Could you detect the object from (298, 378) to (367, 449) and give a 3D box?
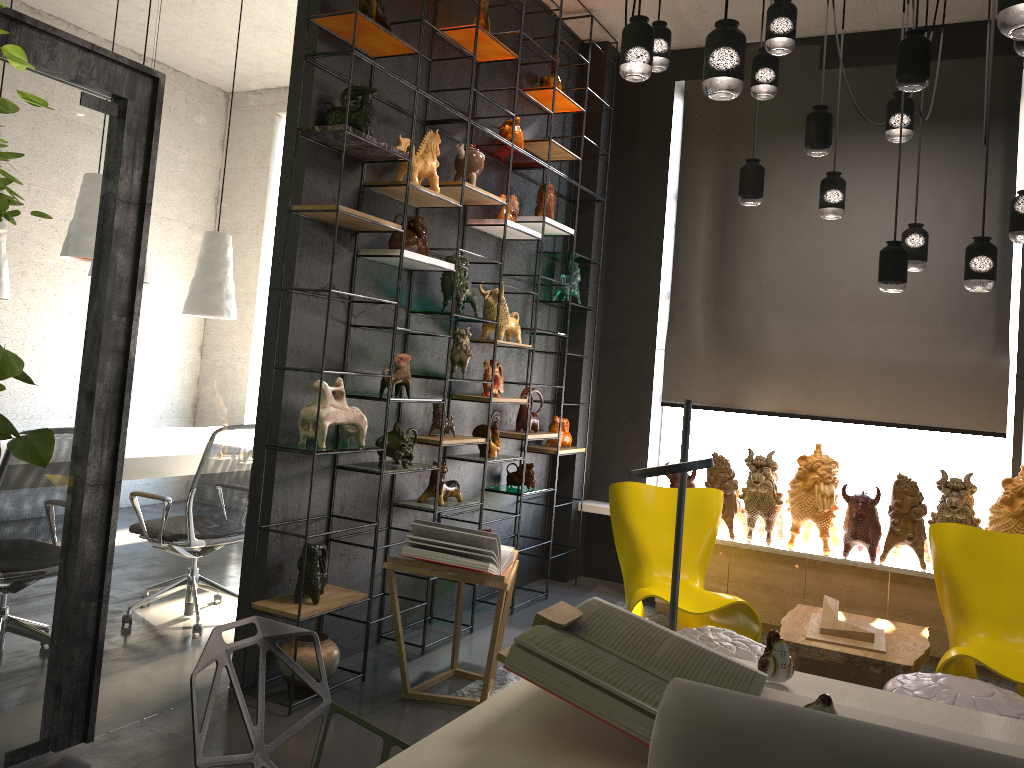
[{"bbox_3d":[-0.779,0.123,3.918,0.165,0.305,0.340,3,-2,32],"label":"object"}]

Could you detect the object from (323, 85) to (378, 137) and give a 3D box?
[{"bbox_3d":[-0.740,-1.218,3.984,0.253,0.250,0.126,5,-3,2],"label":"object"}]

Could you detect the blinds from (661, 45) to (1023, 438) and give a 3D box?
[{"bbox_3d":[-0.429,-0.897,6.734,3.508,3.320,12.736,6,-1,-43],"label":"blinds"}]

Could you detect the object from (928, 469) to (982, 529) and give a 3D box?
[{"bbox_3d":[2.519,0.778,5.054,0.272,0.581,0.428,4,-2,20],"label":"object"}]

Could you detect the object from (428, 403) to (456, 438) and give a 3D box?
[{"bbox_3d":[-0.366,0.186,4.774,0.096,0.211,0.182,3,-2,30],"label":"object"}]

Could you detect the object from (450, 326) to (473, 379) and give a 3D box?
[{"bbox_3d":[-0.288,-0.171,4.791,0.131,0.281,0.207,5,-2,-15],"label":"object"}]

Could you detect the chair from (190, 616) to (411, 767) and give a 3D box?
[{"bbox_3d":[-0.393,0.974,1.918,0.606,0.804,0.562,3,-3,40],"label":"chair"}]

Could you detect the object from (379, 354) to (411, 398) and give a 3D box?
[{"bbox_3d":[-0.564,-0.043,4.327,0.119,0.221,0.211,4,-2,11],"label":"object"}]

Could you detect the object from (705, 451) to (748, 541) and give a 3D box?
[{"bbox_3d":[1.382,0.705,5.666,0.249,0.547,0.473,3,-3,35],"label":"object"}]

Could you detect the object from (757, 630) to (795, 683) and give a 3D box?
[{"bbox_3d":[0.573,0.593,1.929,0.076,0.102,0.087,6,-2,-39],"label":"object"}]

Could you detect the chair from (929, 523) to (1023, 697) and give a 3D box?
[{"bbox_3d":[2.288,1.143,4.094,0.659,0.900,1.065,4,-1,22],"label":"chair"}]

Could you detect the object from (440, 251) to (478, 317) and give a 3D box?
[{"bbox_3d":[-0.285,-0.548,4.807,0.167,0.357,0.254,3,-3,32],"label":"object"}]

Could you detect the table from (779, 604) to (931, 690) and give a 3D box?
[{"bbox_3d":[1.678,1.384,4.373,0.695,0.310,0.825,5,0,27],"label":"table"}]

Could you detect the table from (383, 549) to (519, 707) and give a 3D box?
[{"bbox_3d":[-0.189,1.076,3.996,0.497,0.621,0.730,4,-1,28],"label":"table"}]

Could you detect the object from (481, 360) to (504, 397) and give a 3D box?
[{"bbox_3d":[-0.108,-0.032,5.258,0.060,0.224,0.266,3,-2,28],"label":"object"}]

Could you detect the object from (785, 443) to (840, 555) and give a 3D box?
[{"bbox_3d":[1.848,0.683,5.386,0.308,0.657,0.467,3,-3,32],"label":"object"}]

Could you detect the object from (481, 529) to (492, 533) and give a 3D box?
[{"bbox_3d":[-0.191,0.979,5.130,0.126,0.250,0.252,3,-2,27],"label":"object"}]

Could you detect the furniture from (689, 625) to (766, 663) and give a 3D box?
[{"bbox_3d":[0.866,1.280,3.825,0.680,0.384,0.676,5,0,27],"label":"furniture"}]

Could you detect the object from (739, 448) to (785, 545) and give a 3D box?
[{"bbox_3d":[1.566,0.694,5.541,0.272,0.581,0.428,4,-2,20],"label":"object"}]

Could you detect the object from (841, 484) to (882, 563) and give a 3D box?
[{"bbox_3d":[2.092,0.808,5.246,0.220,0.442,0.460,3,-2,32],"label":"object"}]

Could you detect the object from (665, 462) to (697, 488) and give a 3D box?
[{"bbox_3d":[1.139,0.724,5.733,0.220,0.442,0.460,3,-2,32],"label":"object"}]

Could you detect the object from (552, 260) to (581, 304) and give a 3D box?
[{"bbox_3d":[0.394,-0.718,6.171,0.152,0.333,0.288,4,-2,19],"label":"object"}]

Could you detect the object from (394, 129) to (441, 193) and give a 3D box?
[{"bbox_3d":[-0.468,-1.133,4.418,0.170,0.364,0.374,4,-2,22],"label":"object"}]

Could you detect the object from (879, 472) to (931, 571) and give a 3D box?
[{"bbox_3d":[2.335,0.789,5.179,0.249,0.547,0.473,3,-3,35],"label":"object"}]

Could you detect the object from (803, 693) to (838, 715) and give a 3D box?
[{"bbox_3d":[0.564,0.603,1.627,0.081,0.088,0.082,6,-2,-43],"label":"object"}]

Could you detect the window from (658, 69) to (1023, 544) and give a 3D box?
[{"bbox_3d":[2.233,-0.577,6.212,2.313,3.180,0.051,4,-4,27],"label":"window"}]

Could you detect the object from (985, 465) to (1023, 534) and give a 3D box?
[{"bbox_3d":[2.801,0.767,4.899,0.308,0.657,0.467,3,-3,32],"label":"object"}]

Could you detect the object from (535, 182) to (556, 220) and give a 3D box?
[{"bbox_3d":[0.217,-1.165,5.750,0.126,0.250,0.253,5,-1,-3],"label":"object"}]

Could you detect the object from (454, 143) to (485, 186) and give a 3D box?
[{"bbox_3d":[-0.237,-1.184,4.854,0.164,0.267,0.236,5,-2,-2],"label":"object"}]

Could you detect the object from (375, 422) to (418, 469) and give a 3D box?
[{"bbox_3d":[-0.567,0.293,4.328,0.192,0.221,0.402,5,0,-4],"label":"object"}]

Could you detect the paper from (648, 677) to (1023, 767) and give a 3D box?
[{"bbox_3d":[0.558,0.561,1.413,0.494,0.192,0.671,5,0,27],"label":"paper"}]

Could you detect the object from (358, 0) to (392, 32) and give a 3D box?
[{"bbox_3d":[-0.618,-1.759,3.984,0.116,0.360,0.197,3,-3,27],"label":"object"}]

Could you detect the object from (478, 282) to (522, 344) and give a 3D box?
[{"bbox_3d":[-0.060,-0.418,5.253,0.175,0.353,0.367,3,-2,32],"label":"object"}]

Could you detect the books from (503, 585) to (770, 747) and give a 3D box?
[{"bbox_3d":[0.257,0.534,1.671,0.396,0.169,0.484,5,0,24],"label":"books"}]

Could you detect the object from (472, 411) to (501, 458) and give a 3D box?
[{"bbox_3d":[-0.130,0.295,5.211,0.123,0.271,0.226,3,-2,27],"label":"object"}]

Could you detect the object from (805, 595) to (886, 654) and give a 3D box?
[{"bbox_3d":[1.648,1.158,4.349,0.351,0.137,0.518,5,0,22],"label":"object"}]

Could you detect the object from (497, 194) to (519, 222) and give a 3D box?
[{"bbox_3d":[-0.012,-1.045,5.320,0.107,0.210,0.232,2,-3,44],"label":"object"}]

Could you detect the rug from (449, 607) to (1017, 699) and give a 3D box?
[{"bbox_3d":[1.814,1.549,4.052,3.603,0.010,2.181,5,1,27],"label":"rug"}]

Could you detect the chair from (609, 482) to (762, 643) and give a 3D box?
[{"bbox_3d":[0.870,1.018,4.828,0.658,0.900,1.067,5,-1,-3],"label":"chair"}]

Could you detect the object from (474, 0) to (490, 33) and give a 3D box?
[{"bbox_3d":[-0.160,-2.069,4.924,0.116,0.360,0.197,5,-3,-3],"label":"object"}]

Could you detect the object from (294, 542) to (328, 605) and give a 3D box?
[{"bbox_3d":[-0.869,0.809,3.863,0.126,0.250,0.253,5,-1,-3],"label":"object"}]

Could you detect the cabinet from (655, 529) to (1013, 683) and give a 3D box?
[{"bbox_3d":[2.213,1.306,5.184,2.735,0.532,0.402,5,-2,27],"label":"cabinet"}]

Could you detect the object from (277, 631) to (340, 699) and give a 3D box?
[{"bbox_3d":[-0.881,1.214,3.825,0.265,0.240,0.264,4,-1,27],"label":"object"}]

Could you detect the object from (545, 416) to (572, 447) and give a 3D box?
[{"bbox_3d":[0.336,0.331,6.138,0.139,0.223,0.276,3,-1,27],"label":"object"}]

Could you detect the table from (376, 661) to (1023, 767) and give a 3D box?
[{"bbox_3d":[0.012,0.681,0.729,0.989,0.120,2.892,5,1,27],"label":"table"}]

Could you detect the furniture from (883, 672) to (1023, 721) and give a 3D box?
[{"bbox_3d":[1.732,1.364,3.387,0.616,0.421,0.607,4,-1,21],"label":"furniture"}]

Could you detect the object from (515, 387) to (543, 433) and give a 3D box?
[{"bbox_3d":[0.106,0.166,5.669,0.114,0.291,0.248,3,-2,27],"label":"object"}]

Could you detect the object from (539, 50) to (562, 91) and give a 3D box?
[{"bbox_3d":[0.244,-2.009,5.786,0.096,0.291,0.290,6,-2,-25],"label":"object"}]

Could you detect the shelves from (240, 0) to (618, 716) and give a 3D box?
[{"bbox_3d":[-0.180,-0.591,5.055,0.275,3.922,2.978,3,-3,27],"label":"shelves"}]

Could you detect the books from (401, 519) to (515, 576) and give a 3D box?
[{"bbox_3d":[-0.228,0.726,3.980,0.401,0.233,0.480,5,0,14],"label":"books"}]

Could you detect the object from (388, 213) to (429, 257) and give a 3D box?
[{"bbox_3d":[-0.507,-0.738,4.371,0.139,0.223,0.276,4,-1,26],"label":"object"}]

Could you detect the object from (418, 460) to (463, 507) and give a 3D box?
[{"bbox_3d":[-0.350,0.523,4.762,0.156,0.236,0.308,3,-1,31],"label":"object"}]

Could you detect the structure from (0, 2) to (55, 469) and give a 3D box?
[{"bbox_3d":[-1.643,-0.136,1.329,2.363,5.476,1.550,2,-4,41],"label":"structure"}]

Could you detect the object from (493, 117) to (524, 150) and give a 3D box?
[{"bbox_3d":[-0.028,-1.492,5.367,0.138,0.223,0.278,6,-2,-33],"label":"object"}]

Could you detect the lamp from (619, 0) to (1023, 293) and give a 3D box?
[{"bbox_3d":[1.435,-1.579,3.145,2.669,2.281,2.843,5,-1,-19],"label":"lamp"}]

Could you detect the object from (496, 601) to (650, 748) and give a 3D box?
[{"bbox_3d":[0.243,0.544,1.660,0.430,0.174,0.373,5,0,27],"label":"object"}]

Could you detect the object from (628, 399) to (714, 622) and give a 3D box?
[{"bbox_3d":[0.342,0.332,1.960,0.239,0.604,0.240,7,-4,-37],"label":"object"}]

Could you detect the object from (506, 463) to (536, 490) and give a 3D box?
[{"bbox_3d":[0.056,0.581,5.662,0.211,0.169,0.104,4,-2,26],"label":"object"}]
